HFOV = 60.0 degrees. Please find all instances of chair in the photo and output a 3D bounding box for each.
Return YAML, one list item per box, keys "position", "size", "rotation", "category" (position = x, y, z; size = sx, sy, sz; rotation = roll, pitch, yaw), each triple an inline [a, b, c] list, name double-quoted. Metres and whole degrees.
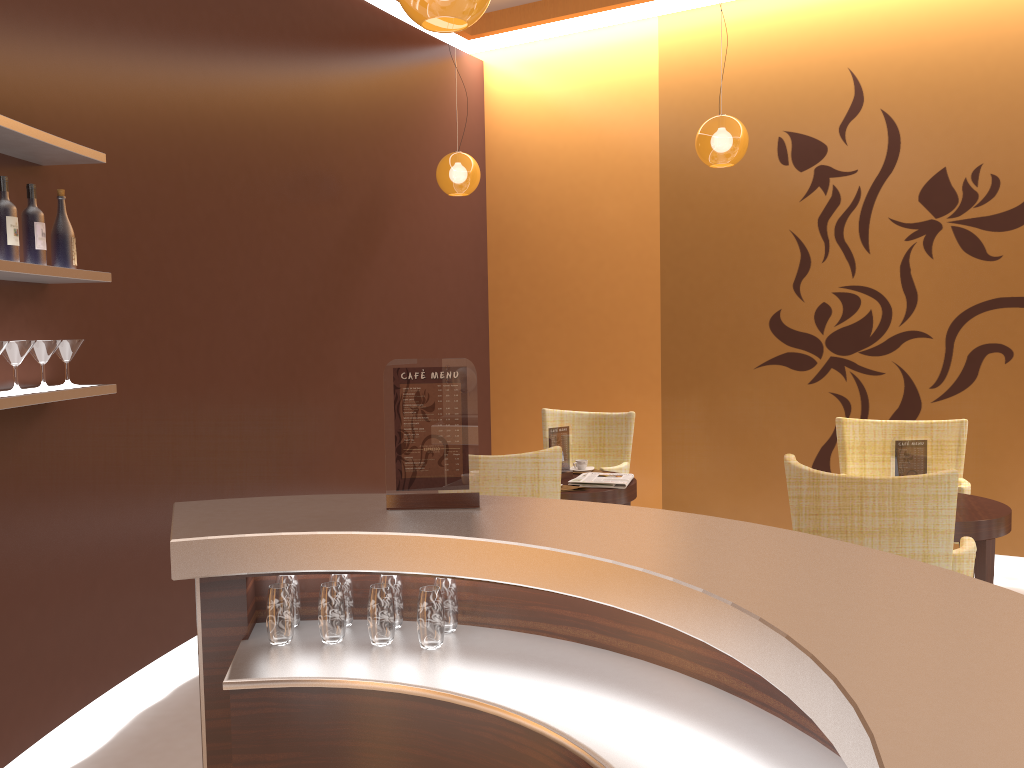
- position: [-0.020, 0.799, 4.622]
  size: [0.729, 1.017, 0.685]
  rotation: [1, 4, 27]
  category: "chair"
- position: [1.571, 0.820, 3.802]
  size: [0.685, 1.017, 0.729]
  rotation: [-4, 5, -43]
  category: "chair"
- position: [2.297, 0.719, 5.224]
  size: [0.729, 1.017, 0.685]
  rotation: [0, 4, 18]
  category: "chair"
- position: [0.472, 0.697, 6.138]
  size: [0.729, 1.017, 0.685]
  rotation: [1, 4, 29]
  category: "chair"

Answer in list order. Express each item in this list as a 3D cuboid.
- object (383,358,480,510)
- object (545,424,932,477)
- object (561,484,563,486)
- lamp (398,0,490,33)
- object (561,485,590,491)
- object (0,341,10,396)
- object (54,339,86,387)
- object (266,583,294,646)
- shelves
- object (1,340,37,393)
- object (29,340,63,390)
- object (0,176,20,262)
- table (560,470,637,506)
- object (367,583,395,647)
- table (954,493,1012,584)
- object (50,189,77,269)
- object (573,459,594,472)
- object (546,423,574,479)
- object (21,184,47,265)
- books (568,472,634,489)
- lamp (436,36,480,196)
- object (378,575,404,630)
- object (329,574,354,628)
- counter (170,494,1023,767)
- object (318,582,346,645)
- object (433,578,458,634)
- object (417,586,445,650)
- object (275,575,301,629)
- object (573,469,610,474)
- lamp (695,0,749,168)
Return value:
- position: [-0.223, 0.136, 2.450]
  size: [0.258, 0.414, 0.052]
  rotation: [-1, 4, -1]
  category: "object"
- position: [1.180, 0.419, 4.929]
  size: [2.090, 0.335, 0.187]
  rotation: [1, 4, 26]
  category: "object"
- position: [0.199, 0.558, 5.058]
  size: [0.153, 0.069, 0.153]
  rotation: [-3, 4, -33]
  category: "object"
- position: [-0.214, -1.820, 2.605]
  size: [0.299, 1.500, 0.299]
  rotation: [-4, 5, -42]
  category: "lamp"
- position: [0.193, 0.588, 5.042]
  size: [0.464, 0.021, 0.239]
  rotation: [2, 5, 44]
  category: "object"
- position: [-1.685, -0.049, 2.845]
  size: [0.137, 0.174, 0.137]
  rotation: [-1, 4, 5]
  category: "object"
- position: [-1.661, -0.078, 3.310]
  size: [0.137, 0.174, 0.137]
  rotation: [-1, 4, 5]
  category: "object"
- position: [-0.575, 0.572, 2.198]
  size: [0.067, 0.148, 0.067]
  rotation: [-3, 4, -34]
  category: "object"
- position: [-1.296, -0.278, 1.065]
  size: [0.586, 0.902, 4.744]
  rotation: [-2, 4, -13]
  category: "shelves"
- position: [-1.679, -0.059, 2.998]
  size: [0.137, 0.174, 0.137]
  rotation: [-1, 4, 5]
  category: "object"
- position: [-1.669, -0.068, 3.155]
  size: [0.137, 0.174, 0.137]
  rotation: [-4, 4, -35]
  category: "object"
- position: [-1.682, -0.539, 2.944]
  size: [0.073, 0.297, 0.073]
  rotation: [-2, 4, -22]
  category: "object"
- position: [0.314, 0.917, 5.355]
  size: [0.872, 0.679, 0.874]
  rotation: [-3, 4, -23]
  category: "table"
- position: [-0.322, 0.569, 2.181]
  size: [0.067, 0.148, 0.067]
  rotation: [2, 4, 38]
  category: "object"
- position: [2.021, 0.939, 4.490]
  size: [0.872, 0.679, 0.874]
  rotation: [-3, 4, -28]
  category: "table"
- position: [-1.661, -0.565, 3.277]
  size: [0.086, 0.303, 0.086]
  rotation: [2, 5, 44]
  category: "object"
- position: [0.443, 0.518, 5.624]
  size: [0.153, 0.069, 0.153]
  rotation: [0, 4, 14]
  category: "object"
- position: [0.286, 0.409, 5.371]
  size: [0.209, 0.335, 0.042]
  rotation: [-4, 4, -37]
  category: "object"
- position: [-1.674, -0.549, 3.102]
  size: [0.073, 0.297, 0.073]
  rotation: [-2, 4, -22]
  category: "object"
- position: [0.539, 0.565, 5.212]
  size: [0.345, 0.035, 0.367]
  rotation: [0, 4, 20]
  category: "books"
- position: [-0.373, -2.022, 5.923]
  size: [0.299, 1.500, 0.299]
  rotation: [1, 4, 30]
  category: "lamp"
- position: [-0.314, 0.562, 2.294]
  size: [0.067, 0.148, 0.067]
  rotation: [-1, 4, 7]
  category: "object"
- position: [-0.447, 0.563, 2.315]
  size: [0.067, 0.148, 0.067]
  rotation: [1, 4, 34]
  category: "object"
- position: [0.154, 0.950, 1.449]
  size: [1.586, 1.100, 2.917]
  rotation: [-2, 4, -15]
  category: "counter"
- position: [-0.447, 0.570, 2.202]
  size: [0.067, 0.148, 0.067]
  rotation: [1, 4, 34]
  category: "object"
- position: [-0.171, 0.561, 2.261]
  size: [0.067, 0.148, 0.067]
  rotation: [-4, 5, -42]
  category: "object"
- position: [-0.197, 0.568, 2.151]
  size: [0.067, 0.148, 0.067]
  rotation: [0, 4, 17]
  category: "object"
- position: [-0.585, 0.566, 2.310]
  size: [0.067, 0.148, 0.067]
  rotation: [1, 4, 29]
  category: "object"
- position: [0.458, 0.546, 5.638]
  size: [0.464, 0.021, 0.239]
  rotation: [1, 4, 26]
  category: "object"
- position: [1.186, -1.995, 5.023]
  size: [0.299, 1.500, 0.299]
  rotation: [-2, 4, -17]
  category: "lamp"
